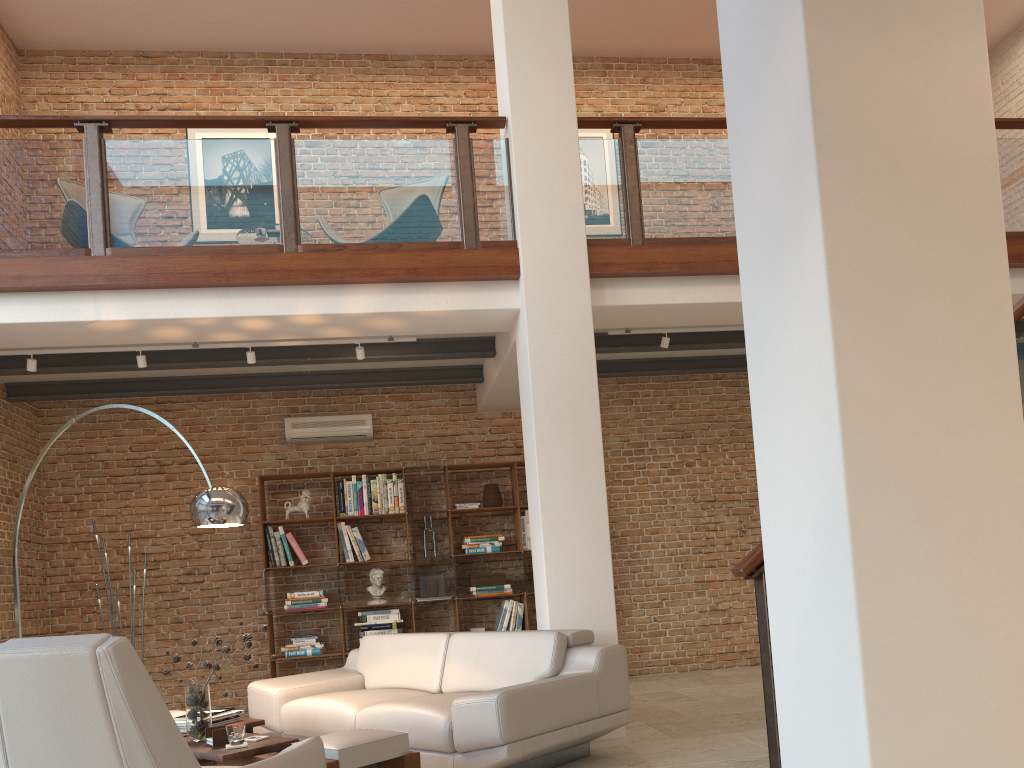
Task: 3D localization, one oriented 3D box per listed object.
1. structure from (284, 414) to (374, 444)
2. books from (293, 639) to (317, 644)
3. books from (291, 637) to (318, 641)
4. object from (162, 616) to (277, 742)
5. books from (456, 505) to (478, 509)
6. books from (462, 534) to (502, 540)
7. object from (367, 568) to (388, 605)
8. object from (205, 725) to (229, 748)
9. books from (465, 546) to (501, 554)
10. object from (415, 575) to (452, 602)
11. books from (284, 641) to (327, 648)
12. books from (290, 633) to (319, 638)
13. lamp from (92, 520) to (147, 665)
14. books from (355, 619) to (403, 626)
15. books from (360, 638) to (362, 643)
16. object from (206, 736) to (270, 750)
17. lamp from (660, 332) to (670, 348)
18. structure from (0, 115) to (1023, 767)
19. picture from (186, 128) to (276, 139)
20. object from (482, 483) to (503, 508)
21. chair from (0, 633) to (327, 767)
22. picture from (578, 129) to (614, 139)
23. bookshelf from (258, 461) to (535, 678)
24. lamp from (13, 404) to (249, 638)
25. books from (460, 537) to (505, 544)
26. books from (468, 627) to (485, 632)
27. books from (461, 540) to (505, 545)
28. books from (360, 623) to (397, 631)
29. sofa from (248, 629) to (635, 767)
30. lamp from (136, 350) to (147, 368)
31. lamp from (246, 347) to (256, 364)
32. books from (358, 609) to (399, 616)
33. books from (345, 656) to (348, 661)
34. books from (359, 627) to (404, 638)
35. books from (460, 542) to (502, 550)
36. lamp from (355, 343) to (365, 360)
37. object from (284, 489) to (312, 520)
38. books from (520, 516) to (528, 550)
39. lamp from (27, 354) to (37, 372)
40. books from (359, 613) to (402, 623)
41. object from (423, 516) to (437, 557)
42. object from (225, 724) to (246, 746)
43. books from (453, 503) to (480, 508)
[{"bbox_3d":[-1.743,0.432,8.339,0.811,0.215,0.204,-2,-7,-8],"label":"structure"},{"bbox_3d":[-1.927,2.394,8.113,0.205,0.033,0.136,-2,-12,-8],"label":"books"},{"bbox_3d":[-1.935,2.370,8.120,0.236,0.018,0.175,-1,-13,-15],"label":"books"},{"bbox_3d":[-1.450,1.477,4.407,0.542,0.596,0.322,1,-7,-38],"label":"object"},{"bbox_3d":[-0.430,1.183,8.312,0.205,0.033,0.136,-2,-12,-8],"label":"books"},{"bbox_3d":[-0.292,1.476,8.380,0.355,0.020,0.279,-2,-13,-10],"label":"books"},{"bbox_3d":[-1.276,1.902,8.206,0.196,0.344,0.196,-5,-5,7],"label":"object"},{"bbox_3d":[-1.391,1.674,4.142,0.094,0.080,0.117,2,-11,-36],"label":"object"},{"bbox_3d":[-0.275,1.601,8.367,0.326,0.054,0.261,-5,-12,1],"label":"books"},{"bbox_3d":[-0.750,1.931,8.253,0.335,0.228,0.290,-3,-9,-9],"label":"object"},{"bbox_3d":[-1.920,2.414,8.089,0.379,0.018,0.250,-1,-13,-16],"label":"books"},{"bbox_3d":[-1.925,2.339,8.102,0.252,0.017,0.166,-2,-13,-8],"label":"books"},{"bbox_3d":[-3.230,2.031,7.244,0.417,1.788,0.202,-2,-3,-39],"label":"lamp"},{"bbox_3d":[-1.248,2.238,8.190,0.444,0.020,0.279,-2,-13,-8],"label":"books"},{"bbox_3d":[-1.239,2.398,8.198,0.361,0.054,0.289,-3,-12,-6],"label":"books"},{"bbox_3d":[-1.273,1.686,4.132,0.272,0.034,0.254,5,-15,-36],"label":"object"},{"bbox_3d":[1.169,-0.326,6.660,0.059,0.126,0.087,-1,-6,-39],"label":"lamp"},{"bbox_3d":[1.458,-0.690,1.891,10.138,4.051,14.207,-3,-12,-9],"label":"structure"},{"bbox_3d":[-2.640,-1.941,8.416,0.912,1.176,0.028,-3,-2,-8],"label":"picture"},{"bbox_3d":[-0.192,1.075,8.349,0.196,0.228,0.195,-10,-8,39],"label":"object"},{"bbox_3d":[-1.274,1.338,2.991,1.029,0.997,0.989,-5,-7,8],"label":"chair"},{"bbox_3d":[0.632,-2.078,8.893,0.912,1.176,0.028,-3,-2,-8],"label":"picture"},{"bbox_3d":[-0.756,1.887,8.272,3.029,2.163,0.370,-3,-3,-8],"label":"bookshelf"},{"bbox_3d":[-2.386,1.280,5.353,2.052,2.309,0.320,-8,-4,28],"label":"lamp"},{"bbox_3d":[-0.285,1.499,8.360,0.379,0.036,0.250,-1,-13,-15],"label":"books"},{"bbox_3d":[-0.340,2.351,8.341,0.132,0.033,0.211,-1,-13,-13],"label":"books"},{"bbox_3d":[-0.285,1.528,8.367,0.379,0.018,0.250,-1,-13,-16],"label":"books"},{"bbox_3d":[-1.260,2.274,8.174,0.326,0.054,0.261,-1,-13,-14],"label":"books"},{"bbox_3d":[-0.527,1.941,5.398,2.370,0.741,1.150,-15,-14,41],"label":"sofa"},{"bbox_3d":[-2.597,-0.172,6.114,0.061,0.118,0.087,-4,-6,-7],"label":"lamp"},{"bbox_3d":[-1.862,-0.199,6.221,0.061,0.126,0.087,-4,-6,-7],"label":"lamp"},{"bbox_3d":[-1.253,2.149,8.207,0.379,0.036,0.250,-2,-13,-8],"label":"books"},{"bbox_3d":[-1.517,2.732,8.131,0.036,0.376,0.248,-4,-5,-9],"label":"books"},{"bbox_3d":[-1.230,2.335,8.186,0.379,0.063,0.250,1,-13,-21],"label":"books"},{"bbox_3d":[-0.300,1.558,8.374,0.379,0.036,0.250,-2,-13,-8],"label":"books"},{"bbox_3d":[-1.104,-0.234,6.342,0.060,0.113,0.096,-4,-7,-2],"label":"lamp"},{"bbox_3d":[-1.985,1.120,8.096,0.252,0.278,0.132,-4,-4,-1],"label":"object"},{"bbox_3d":[0.097,1.450,8.427,0.055,0.323,0.260,-4,-6,-9],"label":"books"},{"bbox_3d":[-3.310,-0.139,6.007,0.059,0.126,0.087,-1,-6,-39],"label":"lamp"},{"bbox_3d":[-1.246,2.200,8.210,0.379,0.063,0.250,-1,-12,-14],"label":"books"},{"bbox_3d":[-0.782,1.444,8.252,0.121,0.392,0.063,-4,-2,-6],"label":"object"},{"bbox_3d":[-1.280,1.632,4.049,0.092,0.083,0.091,-11,-10,40],"label":"object"},{"bbox_3d":[-0.438,1.159,8.319,0.236,0.018,0.175,-1,-13,-15],"label":"books"}]
